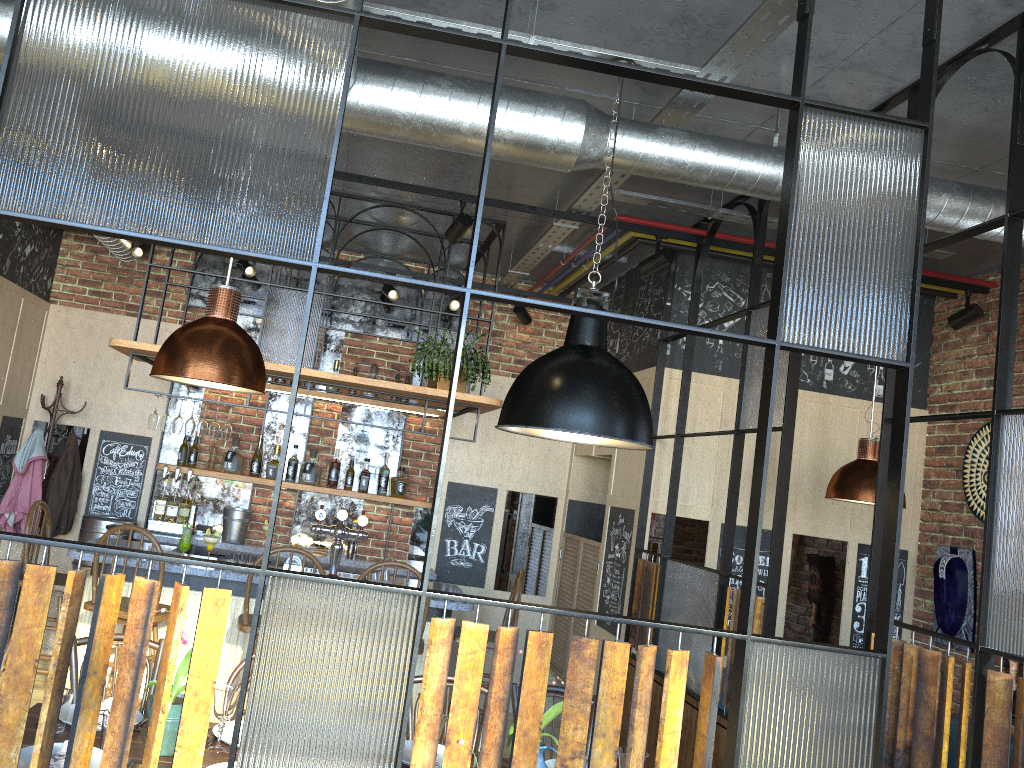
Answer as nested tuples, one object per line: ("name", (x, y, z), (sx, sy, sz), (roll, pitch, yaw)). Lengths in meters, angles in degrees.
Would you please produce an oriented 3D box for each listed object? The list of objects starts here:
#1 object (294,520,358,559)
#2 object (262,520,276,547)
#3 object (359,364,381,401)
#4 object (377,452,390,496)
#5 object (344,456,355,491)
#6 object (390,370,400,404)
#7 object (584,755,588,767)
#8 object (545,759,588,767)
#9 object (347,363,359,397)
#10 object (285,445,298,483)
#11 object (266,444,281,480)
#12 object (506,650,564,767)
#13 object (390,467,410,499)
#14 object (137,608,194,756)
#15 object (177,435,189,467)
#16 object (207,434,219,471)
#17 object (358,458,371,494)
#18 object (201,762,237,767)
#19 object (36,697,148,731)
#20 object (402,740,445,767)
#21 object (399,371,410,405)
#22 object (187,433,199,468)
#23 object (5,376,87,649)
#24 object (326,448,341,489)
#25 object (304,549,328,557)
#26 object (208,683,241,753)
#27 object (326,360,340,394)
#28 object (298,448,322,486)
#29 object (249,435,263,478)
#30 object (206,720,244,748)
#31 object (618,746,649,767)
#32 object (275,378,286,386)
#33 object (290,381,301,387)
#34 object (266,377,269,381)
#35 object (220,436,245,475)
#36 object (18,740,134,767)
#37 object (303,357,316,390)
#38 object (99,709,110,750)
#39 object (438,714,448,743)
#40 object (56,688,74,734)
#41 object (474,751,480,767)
("object", (-1.379, 1.130, 6.566), (0.486, 0.288, 0.089), (9, -7, -5))
("object", (-1.811, 1.108, 6.540), (0.109, 0.197, 0.102), (5, -8, 20))
("object", (-1.076, -0.018, 6.786), (0.170, 0.284, 0.121), (7, -7, 6))
("object", (-0.970, 0.686, 6.714), (0.077, 0.330, 0.074), (6, -8, 15))
("object", (-1.223, 0.676, 6.669), (0.063, 0.264, 0.068), (11, -8, -27))
("object", (-0.895, 0.022, 6.812), (0.064, 0.264, 0.067), (10, -7, -14))
("object", (0.197, 1.267, 2.862), (0.081, 0.120, 0.087), (11, -8, -25))
("object", (0.220, 1.325, 3.013), (0.323, 0.051, 0.270), (9, -7, -4))
("object", (-1.214, -0.029, 6.782), (0.065, 0.264, 0.067), (9, -7, -8))
("object", (-1.651, 0.599, 6.644), (0.075, 0.284, 0.076), (9, -7, -7))
("object", (-1.776, 0.586, 6.607), (0.116, 0.265, 0.118), (9, -7, -7))
("object", (0.083, 1.088, 2.807), (0.222, 0.432, 0.133), (6, -7, 12))
("object", (-0.851, 0.749, 6.689), (0.139, 0.235, 0.092), (11, -8, -21))
("object", (-1.040, 0.914, 2.739), (0.153, 0.427, 0.194), (4, -8, 25))
("object", (-2.438, 0.483, 6.554), (0.067, 0.264, 0.064), (6, -7, 14))
("object", (-2.221, 0.504, 6.569), (0.058, 0.288, 0.053), (3, -8, 30))
("object", (-1.111, 0.695, 6.678), (0.077, 0.263, 0.079), (9, -7, -7))
("object", (-0.734, 1.124, 2.508), (0.323, 0.051, 0.270), (9, -7, -4))
("object", (-1.358, 1.074, 2.873), (0.323, 0.051, 0.270), (9, -7, -4))
("object", (-0.304, 1.242, 2.969), (0.323, 0.051, 0.270), (9, -7, -4))
("object", (-0.821, 0.034, 6.819), (0.064, 0.264, 0.068), (11, -8, -21))
("object", (-2.363, 0.494, 6.562), (0.064, 0.264, 0.068), (11, -8, -21))
("object", (-3.412, 0.917, 6.247), (0.355, 1.992, 0.350), (6, -7, 14))
("object", (-1.341, 0.639, 6.672), (0.087, 0.303, 0.084), (6, -7, 11))
("object", (-1.513, 1.241, 6.517), (0.318, 0.019, 0.236), (8, -7, 2))
("object", (-0.915, 1.058, 2.789), (0.103, 0.192, 0.093), (2, -9, 39))
("object", (-1.361, -0.054, 6.758), (0.116, 0.265, 0.118), (9, -7, -7))
("object", (-1.510, 0.620, 6.636), (0.170, 0.284, 0.121), (7, -7, 6))
("object", (-1.909, 0.540, 6.615), (0.078, 0.318, 0.084), (12, -8, -27))
("object", (-0.871, 1.151, 2.914), (0.323, 0.051, 0.270), (9, -7, -4))
("object", (0.365, 1.243, 2.743), (0.101, 0.192, 0.095), (6, -7, 17))
("object", (-1.753, -0.142, 6.741), (0.078, 0.318, 0.084), (12, -8, -27))
("object", (-1.645, -0.106, 6.756), (0.075, 0.284, 0.076), (9, -7, -7))
("object", (-1.901, -0.125, 6.702), (0.143, 0.235, 0.089), (8, -7, -2))
("object", (-2.078, 0.529, 6.580), (0.170, 0.284, 0.121), (7, -7, 6))
("object", (-1.230, 1.043, 2.449), (0.323, 0.051, 0.270), (9, -7, -4))
("object", (-1.539, -0.080, 6.746), (0.077, 0.263, 0.079), (9, -7, -7))
("object", (-1.174, 1.033, 2.601), (0.088, 0.120, 0.080), (1, -10, 43))
("object", (-0.267, 1.158, 2.820), (0.100, 0.192, 0.096), (6, -7, 12))
("object", (-1.413, 1.013, 2.732), (0.081, 0.120, 0.088), (12, -8, -32))
("object", (-0.082, 1.209, 2.718), (0.081, 0.120, 0.087), (11, -8, -25))
